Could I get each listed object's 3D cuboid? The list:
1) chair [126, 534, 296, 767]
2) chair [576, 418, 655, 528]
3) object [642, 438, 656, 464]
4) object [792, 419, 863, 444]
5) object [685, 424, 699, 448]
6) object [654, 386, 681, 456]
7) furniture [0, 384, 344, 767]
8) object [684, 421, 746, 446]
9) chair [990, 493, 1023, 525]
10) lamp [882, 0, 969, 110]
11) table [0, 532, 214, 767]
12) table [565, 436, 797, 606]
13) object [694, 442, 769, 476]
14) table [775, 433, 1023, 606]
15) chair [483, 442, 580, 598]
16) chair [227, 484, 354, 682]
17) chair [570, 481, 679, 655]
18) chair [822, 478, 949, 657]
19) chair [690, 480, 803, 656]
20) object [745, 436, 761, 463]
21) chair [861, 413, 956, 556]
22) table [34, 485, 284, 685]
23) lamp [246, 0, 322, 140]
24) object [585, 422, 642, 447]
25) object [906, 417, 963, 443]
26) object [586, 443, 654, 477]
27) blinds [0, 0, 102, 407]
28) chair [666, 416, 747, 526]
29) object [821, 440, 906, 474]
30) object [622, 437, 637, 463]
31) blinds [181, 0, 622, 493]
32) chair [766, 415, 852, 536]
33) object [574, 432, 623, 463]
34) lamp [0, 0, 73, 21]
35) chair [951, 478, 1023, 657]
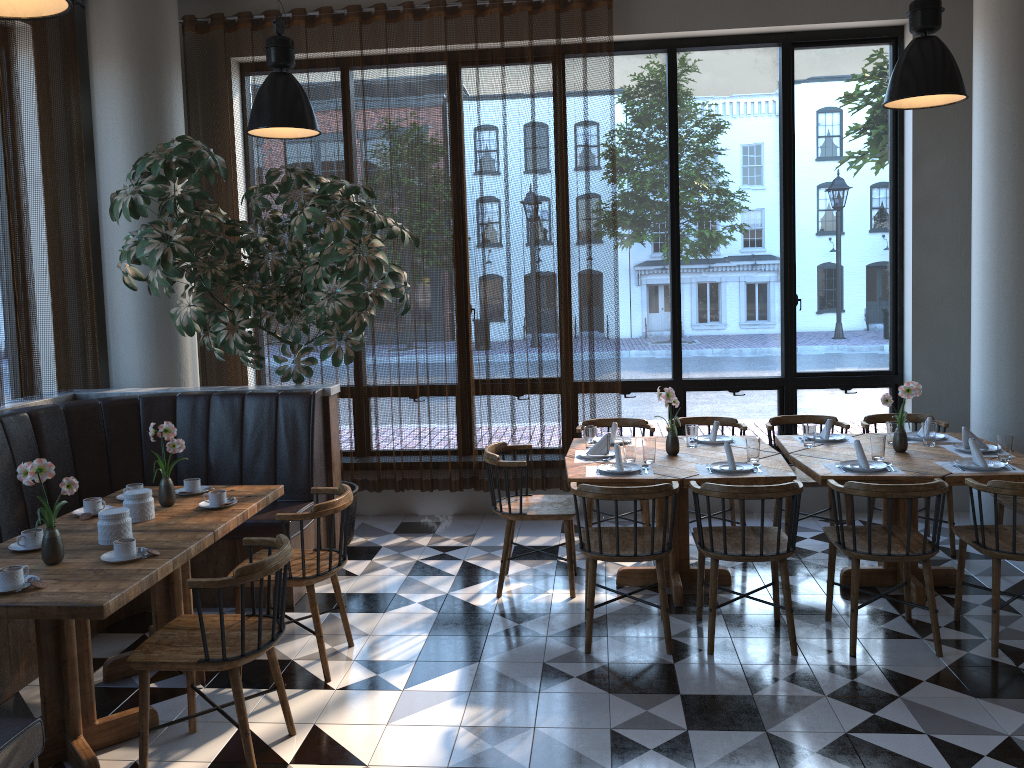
[{"bbox_3d":[-1.100,1.025,3.346,0.549,0.814,0.521,-1,5,6],"label":"chair"},{"bbox_3d":[0.696,0.671,5.876,0.519,0.814,0.552,-1,5,6],"label":"chair"},{"bbox_3d":[0.751,0.367,4.855,0.080,0.132,0.080,-3,5,-9],"label":"object"},{"bbox_3d":[1.898,0.270,5.350,0.352,0.136,0.273,-1,6,6],"label":"object"},{"bbox_3d":[1.067,0.310,5.251,0.080,0.132,0.080,-3,5,-9],"label":"object"},{"bbox_3d":[0.886,0.206,5.043,0.146,0.399,0.207,-1,5,4],"label":"object"},{"bbox_3d":[-2.240,0.832,3.876,1.917,1.146,4.054,-1,7,6],"label":"furniture"},{"bbox_3d":[1.236,0.283,5.414,0.352,0.136,0.273,-1,6,6],"label":"object"},{"bbox_3d":[2.996,0.714,4.889,0.549,0.814,0.521,-1,5,6],"label":"chair"},{"bbox_3d":[2.013,-2.320,4.318,0.390,1.859,0.391,-3,5,-17],"label":"lamp"},{"bbox_3d":[-1.716,1.065,3.405,0.850,0.761,0.853,-1,6,6],"label":"table"},{"bbox_3d":[0.923,0.783,5.086,1.214,0.761,1.220,-1,6,9],"label":"table"},{"bbox_3d":[1.138,0.379,4.621,0.352,0.136,0.273,-1,6,6],"label":"object"},{"bbox_3d":[2.178,0.758,4.966,1.214,0.761,1.220,-1,6,9],"label":"table"},{"bbox_3d":[0.122,0.773,5.165,0.549,0.814,0.521,-1,5,6],"label":"chair"},{"bbox_3d":[-1.020,0.923,4.199,0.549,0.814,0.521,-1,5,6],"label":"chair"},{"bbox_3d":[0.560,0.852,4.375,0.519,0.814,0.552,-1,5,6],"label":"chair"},{"bbox_3d":[1.781,0.827,4.258,0.519,0.814,0.552,-1,5,6],"label":"chair"},{"bbox_3d":[1.134,0.840,4.320,0.519,0.814,0.552,-1,5,6],"label":"chair"},{"bbox_3d":[1.307,0.355,4.801,0.080,0.132,0.080,-3,5,-9],"label":"object"},{"bbox_3d":[2.544,0.633,5.699,0.519,0.814,0.552,-1,5,6],"label":"chair"},{"bbox_3d":[-1.636,0.962,4.253,0.850,0.761,0.853,-1,6,6],"label":"table"},{"bbox_3d":[-1.239,-2.253,4.630,0.390,1.859,0.392,0,5,18],"label":"lamp"},{"bbox_3d":[0.629,0.296,5.472,0.352,0.136,0.273,-1,6,6],"label":"object"},{"bbox_3d":[2.468,0.258,5.295,0.352,0.136,0.273,-1,6,6],"label":"object"},{"bbox_3d":[0.564,0.391,4.677,0.352,0.136,0.273,-1,6,6],"label":"object"},{"bbox_3d":[-3.182,-0.517,3.320,0.155,3.569,5.565,-1,6,6],"label":"blinds"},{"bbox_3d":[1.288,0.659,5.819,0.519,0.814,0.552,-1,5,6],"label":"chair"},{"bbox_3d":[1.800,0.366,4.558,0.352,0.136,0.273,-1,6,6],"label":"object"},{"bbox_3d":[0.651,0.364,4.903,0.080,0.132,0.080,-3,5,-9],"label":"object"},{"bbox_3d":[-0.823,-0.973,6.562,3.198,3.570,0.156,-1,4,6],"label":"blinds"},{"bbox_3d":[1.935,0.646,5.757,0.519,0.814,0.552,-1,5,6],"label":"chair"},{"bbox_3d":[0.495,0.345,5.084,0.272,0.136,0.353,-1,6,6],"label":"object"},{"bbox_3d":[-1.453,-1.980,2.363,0.390,1.859,0.392,-1,4,8],"label":"lamp"},{"bbox_3d":[2.408,0.814,4.198,0.519,0.814,0.552,-1,5,6],"label":"chair"}]
